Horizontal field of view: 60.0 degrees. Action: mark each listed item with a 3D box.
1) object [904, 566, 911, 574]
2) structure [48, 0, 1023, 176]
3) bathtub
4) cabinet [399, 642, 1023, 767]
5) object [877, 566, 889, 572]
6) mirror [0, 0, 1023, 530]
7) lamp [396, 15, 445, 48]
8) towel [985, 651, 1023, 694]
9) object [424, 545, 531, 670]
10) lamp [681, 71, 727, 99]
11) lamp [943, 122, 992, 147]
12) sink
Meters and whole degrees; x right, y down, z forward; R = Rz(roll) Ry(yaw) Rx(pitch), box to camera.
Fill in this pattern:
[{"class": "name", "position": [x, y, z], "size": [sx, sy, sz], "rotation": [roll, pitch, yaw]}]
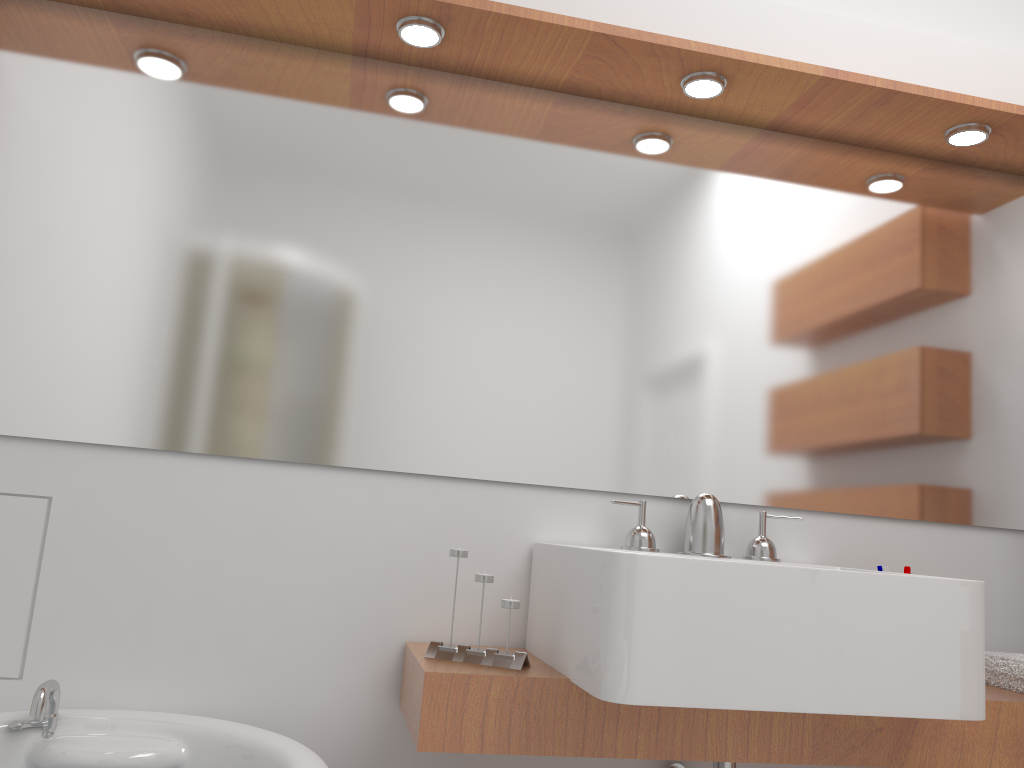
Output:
[{"class": "object", "position": [0.829, 0.500, 1.864], "size": [0.016, 0.231, 0.052], "rotation": [0, -11, 28]}, {"class": "structure", "position": [0.153, -0.793, 1.913], "size": [2.606, 0.240, 0.287], "rotation": [7, -10, -11]}, {"class": "bathtub", "position": [-0.566, 0.707, 0.720], "size": [1.055, 0.674, 1.863], "rotation": [7, -10, -11]}, {"class": "cabinet", "position": [0.487, 0.921, 1.671], "size": [1.635, 0.719, 0.355], "rotation": [7, -10, -11]}, {"class": "object", "position": [0.794, 0.495, 1.841], "size": [0.070, 0.228, 0.016], "rotation": [2, -10, 14]}, {"class": "mirror", "position": [0.085, -0.223, 1.948], "size": [2.600, 0.887, 0.022], "rotation": [7, -10, -11]}, {"class": "lamp", "position": [-0.186, -0.711, 1.795], "size": [0.098, 0.018, 0.098], "rotation": [3, -10, 9]}, {"class": "towel", "position": [1.139, 0.657, 1.819], "size": [0.272, 0.140, 0.359], "rotation": [7, -10, -11]}, {"class": "object", "position": [-0.054, 0.397, 1.596], "size": [0.182, 0.203, 0.059], "rotation": [1, -10, 19]}, {"class": "lamp", "position": [0.413, -0.643, 1.911], "size": [0.098, 0.018, 0.098], "rotation": [3, -10, 9]}, {"class": "lamp", "position": [1.044, -0.570, 2.033], "size": [0.098, 0.018, 0.098], "rotation": [10, -11, -31]}, {"class": "sink", "position": [0.400, 0.532, 1.618], "size": [0.657, 0.673, 0.552], "rotation": [7, -10, -11]}]
